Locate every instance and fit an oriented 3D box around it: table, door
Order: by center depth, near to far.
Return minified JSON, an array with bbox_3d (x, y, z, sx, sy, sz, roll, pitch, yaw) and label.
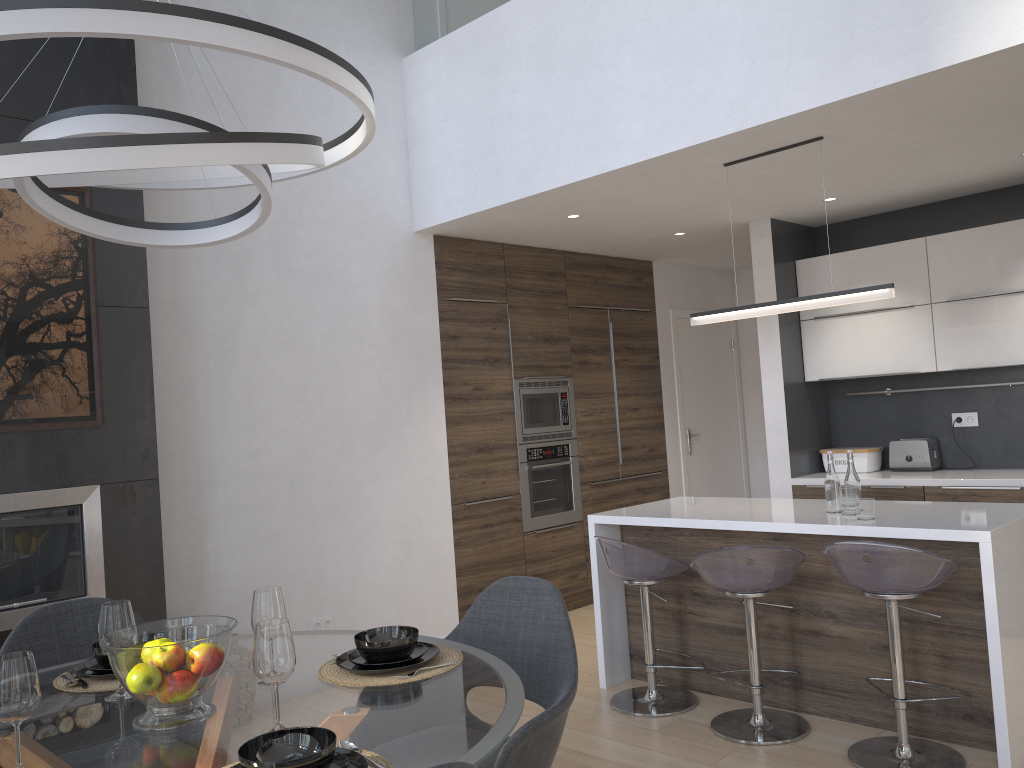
[{"bbox_3d":[-0.694,1.096,1.882,1.499,0.764,1.499,-5,-2,34],"label":"table"},{"bbox_3d":[1.686,0.451,7.420,0.974,2.136,0.085,-2,-3,-45],"label":"door"}]

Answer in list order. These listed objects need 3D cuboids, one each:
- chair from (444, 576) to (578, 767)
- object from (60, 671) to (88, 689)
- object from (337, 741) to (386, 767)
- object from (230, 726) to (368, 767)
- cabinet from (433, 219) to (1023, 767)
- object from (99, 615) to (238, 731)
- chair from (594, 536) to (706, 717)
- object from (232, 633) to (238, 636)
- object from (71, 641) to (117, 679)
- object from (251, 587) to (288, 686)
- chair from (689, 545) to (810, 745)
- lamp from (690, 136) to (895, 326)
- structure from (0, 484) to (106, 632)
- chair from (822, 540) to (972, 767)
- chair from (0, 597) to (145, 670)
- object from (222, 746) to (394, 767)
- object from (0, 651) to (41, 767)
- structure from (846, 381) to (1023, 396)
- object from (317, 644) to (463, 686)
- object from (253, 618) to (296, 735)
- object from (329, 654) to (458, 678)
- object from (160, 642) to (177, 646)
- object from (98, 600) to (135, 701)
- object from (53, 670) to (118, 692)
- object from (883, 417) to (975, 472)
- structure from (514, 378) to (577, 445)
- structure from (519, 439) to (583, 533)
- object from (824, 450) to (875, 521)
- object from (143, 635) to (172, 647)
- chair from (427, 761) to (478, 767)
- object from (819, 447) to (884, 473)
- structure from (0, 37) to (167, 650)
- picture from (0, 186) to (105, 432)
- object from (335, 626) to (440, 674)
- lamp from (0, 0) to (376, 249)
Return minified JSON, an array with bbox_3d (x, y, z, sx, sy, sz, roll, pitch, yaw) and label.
[{"bbox_3d":[-0.129,1.018,2.382,0.619,0.891,0.655,-2,-3,-44],"label":"chair"},{"bbox_3d":[-1.006,0.741,2.315,0.309,0.015,0.206,-3,-2,-36],"label":"object"},{"bbox_3d":[-0.371,0.669,1.494,0.309,0.015,0.206,-2,-3,-40],"label":"object"},{"bbox_3d":[-0.372,0.638,1.481,0.258,0.074,0.258,-5,-2,25],"label":"object"},{"bbox_3d":[1.970,0.139,4.477,2.402,2.501,4.694,-2,-3,-45],"label":"cabinet"},{"bbox_3d":[-0.731,0.624,1.911,0.278,0.184,0.278,-3,-2,-37],"label":"object"},{"bbox_3d":[0.630,1.077,4.113,0.434,0.787,0.475,-3,-2,-27],"label":"chair"},{"bbox_3d":[-1.382,1.363,4.100,0.219,0.501,0.442,-6,-3,41],"label":"object"},{"bbox_3d":[-1.016,0.712,2.332,0.258,0.074,0.258,-3,-2,-25],"label":"object"},{"bbox_3d":[-0.581,0.603,2.129,0.083,0.220,0.083,-3,-2,-17],"label":"object"},{"bbox_3d":[1.005,1.037,3.711,0.475,0.787,0.434,-4,-2,8],"label":"chair"},{"bbox_3d":[1.221,-0.703,4.074,0.020,0.756,0.998,-2,-3,-45],"label":"lamp"},{"bbox_3d":[-2.116,0.616,3.343,1.010,0.651,0.295,-2,-3,-45],"label":"structure"},{"bbox_3d":[1.425,0.968,3.290,0.475,0.838,0.434,-6,-3,43],"label":"chair"},{"bbox_3d":[-1.153,1.093,2.504,0.655,0.891,0.619,-2,-2,-39],"label":"chair"},{"bbox_3d":[-0.377,0.677,1.487,0.360,0.002,0.360,-4,-2,-3],"label":"object"},{"bbox_3d":[-0.908,0.609,1.625,0.083,0.220,0.083,-4,-2,6],"label":"object"},{"bbox_3d":[3.281,-0.040,4.816,0.050,0.045,3.000,-2,-3,-45],"label":"structure"},{"bbox_3d":[-0.301,0.696,2.210,0.360,0.002,0.360,-5,-2,20],"label":"object"},{"bbox_3d":[-0.469,0.583,1.758,0.083,0.220,0.083,-5,-2,17],"label":"object"},{"bbox_3d":[-0.307,0.689,2.214,0.206,0.015,0.309,-2,-3,-40],"label":"object"},{"bbox_3d":[-0.740,0.591,1.917,0.070,0.062,0.069,-4,-2,-5],"label":"object"},{"bbox_3d":[-0.929,0.626,2.091,0.083,0.220,0.083,-4,-2,6],"label":"object"},{"bbox_3d":[-1.001,0.749,2.325,0.360,0.002,0.360,-5,-2,20],"label":"object"},{"bbox_3d":[2.535,0.377,5.475,0.191,0.319,0.562,-2,-3,-45],"label":"object"},{"bbox_3d":[0.071,0.195,6.162,0.595,0.430,0.459,-2,-3,-45],"label":"structure"},{"bbox_3d":[0.119,0.693,6.132,0.595,0.570,0.495,-2,-3,-45],"label":"structure"},{"bbox_3d":[1.409,0.420,3.715,0.148,0.267,0.323,-4,-2,10],"label":"object"},{"bbox_3d":[-0.786,0.597,1.969,0.070,0.071,0.068,-5,-2,17],"label":"object"},{"bbox_3d":[-0.306,0.997,1.407,0.655,0.891,0.619,-2,-2,-39],"label":"chair"},{"bbox_3d":[2.208,0.493,5.753,0.263,0.148,0.380,-2,-3,-45],"label":"object"},{"bbox_3d":[-2.145,-1.545,3.296,1.500,6.351,0.722,-2,-3,-45],"label":"structure"},{"bbox_3d":[-2.078,-0.307,3.272,1.056,0.990,0.026,-2,-3,-45],"label":"picture"},{"bbox_3d":[-0.310,0.658,2.206,0.258,0.074,0.258,-5,-2,25],"label":"object"},{"bbox_3d":[-0.946,-2.593,2.019,1.000,4.513,1.000,-2,-3,-43],"label":"lamp"}]
